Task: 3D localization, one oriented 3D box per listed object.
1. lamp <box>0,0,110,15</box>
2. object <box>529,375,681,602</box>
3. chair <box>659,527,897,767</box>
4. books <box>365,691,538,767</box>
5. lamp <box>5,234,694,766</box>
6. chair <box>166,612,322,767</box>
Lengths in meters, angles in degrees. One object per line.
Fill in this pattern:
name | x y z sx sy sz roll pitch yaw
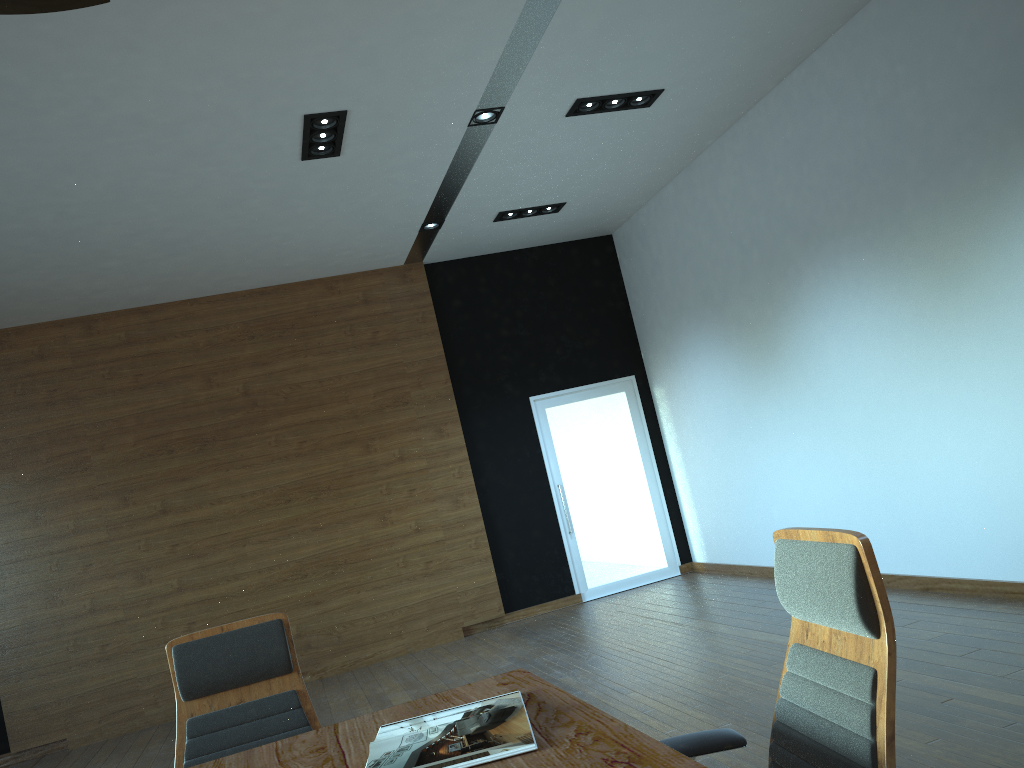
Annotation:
lamp | -0.994 -1.419 1.371 0.339 1.196 1.204 -12 -5 -16
object | 0.968 1.081 9.288 1.194 2.154 0.201 -12 -4 -16
chair | 0.469 0.918 1.793 0.695 1.124 0.709 -13 -4 -9
books | -0.154 0.837 2.139 0.389 0.033 0.547 -13 -6 -5
lamp | -2.259 0.652 5.758 9.367 3.697 16.785 -12 -6 -16
chair | -0.755 1.296 2.610 0.705 1.124 0.700 -12 -4 -14
